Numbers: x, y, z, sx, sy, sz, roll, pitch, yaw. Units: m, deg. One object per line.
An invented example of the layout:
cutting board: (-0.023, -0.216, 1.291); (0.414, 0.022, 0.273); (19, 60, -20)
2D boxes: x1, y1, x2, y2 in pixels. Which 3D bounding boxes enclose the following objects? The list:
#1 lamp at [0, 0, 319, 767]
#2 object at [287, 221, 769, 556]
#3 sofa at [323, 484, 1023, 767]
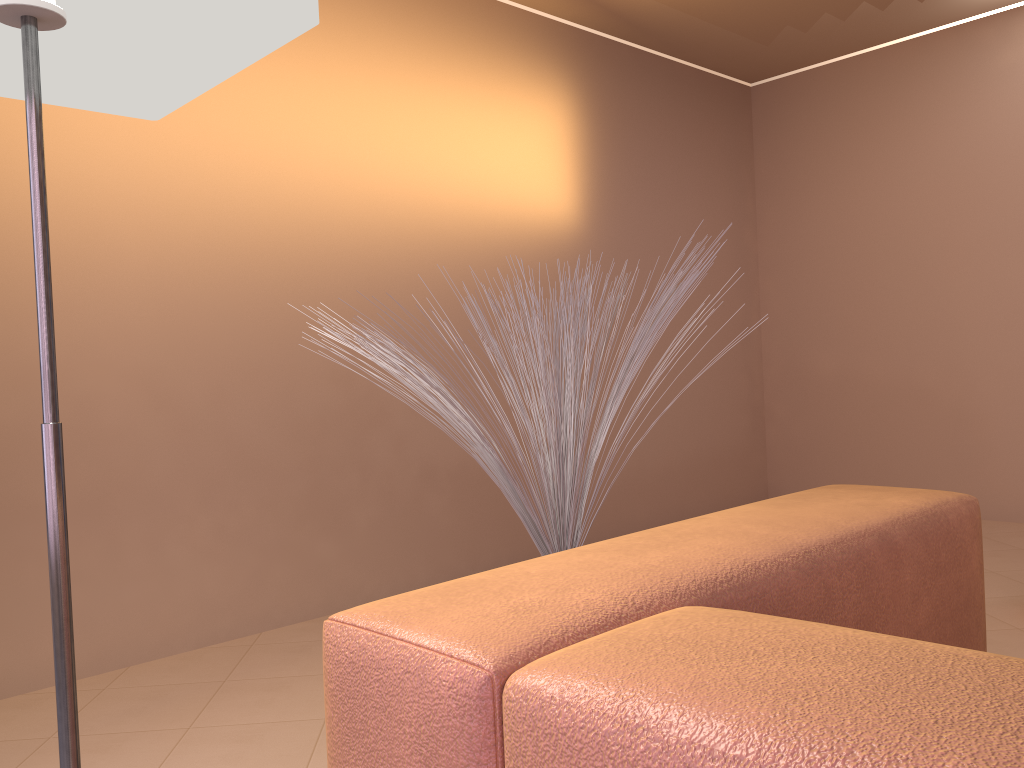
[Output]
lamp: (-0.502, 0.068, 0.970); (0.454, 1.578, 0.454); (-4, 1, -43)
object: (0.016, 0.062, 1.466); (0.700, 0.634, 0.703); (-3, 1, 3)
sofa: (1.108, 0.467, 0.089); (0.943, 0.672, 2.781); (-4, 1, -43)
